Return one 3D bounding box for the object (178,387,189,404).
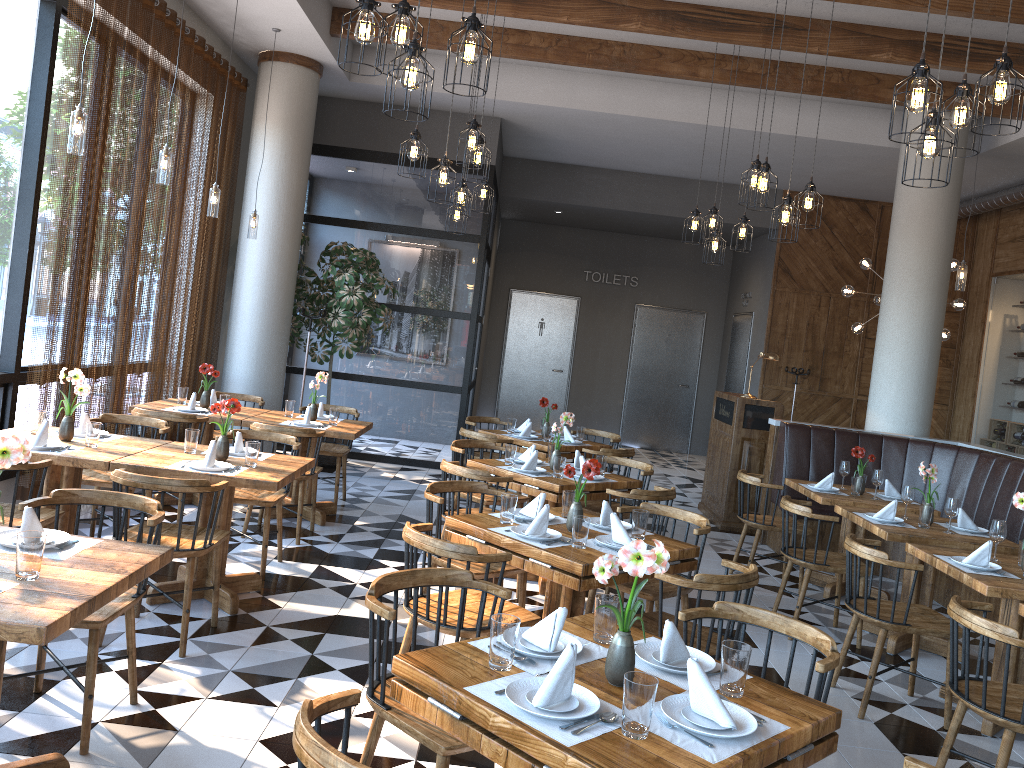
[{"bbox_3d":[-2.654,0.094,7.140,0.080,0.132,0.080,7,2,15],"label":"object"}]

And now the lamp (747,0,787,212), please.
[{"bbox_3d":[1.724,-2.152,5.688,0.175,2.069,0.175,7,1,-28],"label":"lamp"}]

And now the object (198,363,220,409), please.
[{"bbox_3d":[-2.429,0.014,7.069,0.156,0.355,0.171,6,1,-24],"label":"object"}]

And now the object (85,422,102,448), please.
[{"bbox_3d":[-2.268,0.275,4.790,0.080,0.132,0.080,8,2,35],"label":"object"}]

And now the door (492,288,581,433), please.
[{"bbox_3d":[0.415,-0.339,14.788,1.206,2.392,0.114,7,1,0],"label":"door"}]

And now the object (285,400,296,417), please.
[{"bbox_3d":[-1.792,0.199,7.139,0.080,0.132,0.080,7,2,-15],"label":"object"}]

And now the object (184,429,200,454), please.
[{"bbox_3d":[-1.799,0.322,4.969,0.080,0.132,0.080,7,2,-15],"label":"object"}]

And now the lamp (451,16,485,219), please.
[{"bbox_3d":[-0.338,-2.533,7.973,0.175,2.069,0.175,7,1,1],"label":"lamp"}]

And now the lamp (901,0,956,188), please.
[{"bbox_3d":[1.818,-1.847,3.620,0.174,2.069,0.175,6,1,-29],"label":"lamp"}]

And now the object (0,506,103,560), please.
[{"bbox_3d":[-1.584,0.461,2.942,0.352,0.137,0.272,7,3,0],"label":"object"}]

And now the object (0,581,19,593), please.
[{"bbox_3d":[-1.579,0.492,2.409,0.352,0.137,0.272,7,3,0],"label":"object"}]

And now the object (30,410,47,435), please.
[{"bbox_3d":[-2.661,0.217,4.970,0.080,0.132,0.080,8,2,35],"label":"object"}]

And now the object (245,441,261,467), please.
[{"bbox_3d":[-1.406,0.380,4.789,0.080,0.132,0.080,7,2,-15],"label":"object"}]

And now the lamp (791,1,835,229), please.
[{"bbox_3d":[2.088,-2.077,5.913,0.175,2.069,0.174,8,1,40],"label":"lamp"}]

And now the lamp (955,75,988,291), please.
[{"bbox_3d":[4.001,-1.783,7.667,0.078,1.963,0.078,7,1,32],"label":"lamp"}]

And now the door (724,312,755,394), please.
[{"bbox_3d":[3.392,0.091,13.600,0.114,2.392,1.208,7,1,0],"label":"door"}]

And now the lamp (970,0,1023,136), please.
[{"bbox_3d":[2.065,-2.045,3.547,0.174,2.069,0.175,6,1,-29],"label":"lamp"}]

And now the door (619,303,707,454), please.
[{"bbox_3d":[2.513,-0.083,14.785,1.206,2.392,0.114,7,1,0],"label":"door"}]

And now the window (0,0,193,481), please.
[{"bbox_3d":[-2.102,-0.599,0.664,4.484,3.162,15.175,6,3,-23],"label":"window"}]

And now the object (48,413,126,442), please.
[{"bbox_3d":[-2.459,0.230,5.140,0.352,0.137,0.272,7,3,0],"label":"object"}]

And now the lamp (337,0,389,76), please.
[{"bbox_3d":[-0.490,-2.301,3.577,0.175,2.069,0.175,7,1,8],"label":"lamp"}]

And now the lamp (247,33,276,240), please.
[{"bbox_3d":[-2.201,-2.267,7.882,0.078,1.963,0.078,7,1,32],"label":"lamp"}]

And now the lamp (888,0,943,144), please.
[{"bbox_3d":[1.691,-1.985,3.450,0.175,2.069,0.175,7,1,27],"label":"lamp"}]

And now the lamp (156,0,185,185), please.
[{"bbox_3d":[-2.191,-2.294,5.840,0.078,1.963,0.078,7,1,-10],"label":"lamp"}]

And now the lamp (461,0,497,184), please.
[{"bbox_3d":[-0.126,-2.392,5.952,0.175,2.069,0.175,7,1,-17],"label":"lamp"}]

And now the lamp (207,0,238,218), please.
[{"bbox_3d":[-2.198,-2.266,6.830,0.078,1.963,0.078,7,1,-14],"label":"lamp"}]

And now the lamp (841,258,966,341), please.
[{"bbox_3d":[4.596,-1.370,10.300,1.158,2.191,1.190,6,2,-39],"label":"lamp"}]

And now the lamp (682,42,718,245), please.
[{"bbox_3d":[1.723,-2.274,7.841,0.175,2.069,0.175,7,1,32],"label":"lamp"}]

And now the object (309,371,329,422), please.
[{"bbox_3d":[-1.543,0.100,7.041,0.146,0.400,0.207,7,1,-8],"label":"object"}]

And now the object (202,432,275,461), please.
[{"bbox_3d":[-1.577,0.337,5.139,0.352,0.137,0.272,7,3,0],"label":"object"}]

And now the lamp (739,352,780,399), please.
[{"bbox_3d":[2.448,0.041,8.837,0.444,0.756,0.170,6,1,-25],"label":"lamp"}]

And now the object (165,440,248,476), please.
[{"bbox_3d":[-1.572,0.368,4.606,0.352,0.137,0.272,7,3,0],"label":"object"}]

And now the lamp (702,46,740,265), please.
[{"bbox_3d":[1.877,-2.073,7.720,0.175,2.069,0.174,8,1,44],"label":"lamp"}]

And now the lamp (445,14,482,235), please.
[{"bbox_3d":[-0.375,-2.350,7.761,0.175,2.069,0.175,7,1,13],"label":"lamp"}]

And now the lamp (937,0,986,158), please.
[{"bbox_3d":[2.008,-2.007,3.750,0.174,2.069,0.175,6,1,-41],"label":"lamp"}]

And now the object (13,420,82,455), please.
[{"bbox_3d":[-2.455,0.260,4.607,0.352,0.137,0.272,7,3,0],"label":"object"}]

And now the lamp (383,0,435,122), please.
[{"bbox_3d":[-0.301,-2.100,3.540,0.175,2.069,0.175,7,1,19],"label":"lamp"}]

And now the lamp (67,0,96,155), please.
[{"bbox_3d":[-2.198,-2.195,4.684,0.078,1.963,0.078,7,1,7],"label":"lamp"}]

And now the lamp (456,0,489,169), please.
[{"bbox_3d":[-0.155,-2.441,5.745,0.175,2.069,0.175,7,1,-6],"label":"lamp"}]

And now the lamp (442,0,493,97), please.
[{"bbox_3d":[-0.065,-2.204,3.542,0.175,2.069,0.175,7,1,-14],"label":"lamp"}]

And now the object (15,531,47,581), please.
[{"bbox_3d":[-1.413,0.504,2.595,0.080,0.132,0.080,7,2,-15],"label":"object"}]

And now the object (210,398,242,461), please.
[{"bbox_3d":[-1.568,0.247,4.818,0.156,0.355,0.171,6,1,-21],"label":"object"}]

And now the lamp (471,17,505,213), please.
[{"bbox_3d":[-0.149,-2.561,7.875,0.175,2.069,0.175,7,1,13],"label":"lamp"}]

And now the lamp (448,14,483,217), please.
[{"bbox_3d":[-0.331,-2.464,7.539,0.175,2.069,0.175,7,1,-21],"label":"lamp"}]

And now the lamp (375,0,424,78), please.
[{"bbox_3d":[-0.367,-2.353,3.749,0.175,2.069,0.175,7,1,19],"label":"lamp"}]

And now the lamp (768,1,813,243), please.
[{"bbox_3d":[1.896,-1.961,5.783,0.175,2.069,0.175,7,1,-17],"label":"lamp"}]

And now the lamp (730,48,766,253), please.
[{"bbox_3d":[2.094,-2.174,7.630,0.175,2.069,0.175,7,1,10],"label":"lamp"}]

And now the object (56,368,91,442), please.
[{"bbox_3d":[-2.433,0.114,4.903,0.206,0.400,0.146,7,1,4],"label":"object"}]

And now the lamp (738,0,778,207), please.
[{"bbox_3d":[1.725,-2.220,5.896,0.175,2.069,0.175,7,1,-17],"label":"lamp"}]

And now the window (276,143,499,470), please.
[{"bbox_3d":[-1.707,-0.954,11.224,2.727,3.546,2.188,7,1,0],"label":"window"}]

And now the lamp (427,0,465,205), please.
[{"bbox_3d":[-0.355,-2.241,5.902,0.175,2.069,0.175,7,1,-6],"label":"lamp"}]

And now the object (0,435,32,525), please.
[{"bbox_3d":[-1.568,0.348,2.645,0.206,0.400,0.147,6,1,-36],"label":"object"}]

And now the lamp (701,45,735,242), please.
[{"bbox_3d":[1.907,-2.315,7.948,0.175,2.069,0.174,8,1,44],"label":"lamp"}]

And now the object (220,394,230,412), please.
[{"bbox_3d":[-2.261,0.153,6.960,0.080,0.132,0.080,7,2,15],"label":"object"}]

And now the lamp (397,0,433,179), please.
[{"bbox_3d":[-0.538,-2.390,5.805,0.174,2.069,0.175,6,1,-39],"label":"lamp"}]
